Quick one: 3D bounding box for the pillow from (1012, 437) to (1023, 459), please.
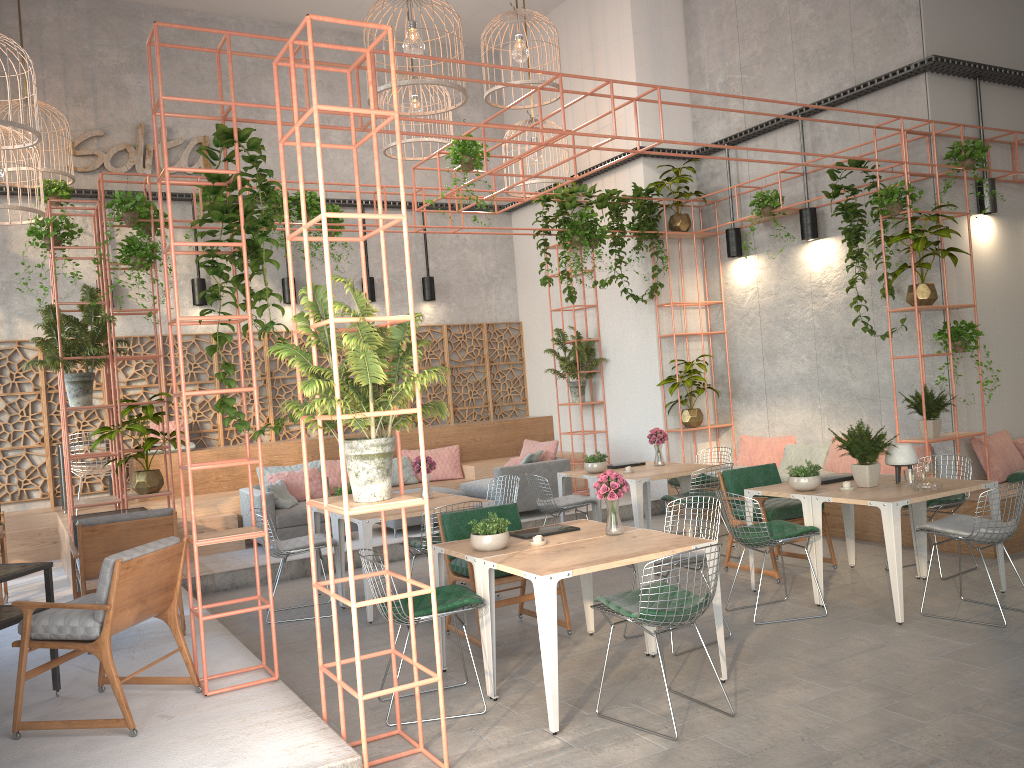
[{"bbox_3d":[5.530,0.735,9.301,0.666,0.385,0.289,-4,0,-34],"label":"pillow"}]

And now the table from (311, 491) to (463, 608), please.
[{"bbox_3d":[-1.163,1.506,8.285,1.205,0.830,0.694,-4,0,-30],"label":"table"}]

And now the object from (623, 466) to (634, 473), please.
[{"bbox_3d":[1.195,0.875,9.103,0.115,0.078,0.115,-4,0,-24],"label":"object"}]

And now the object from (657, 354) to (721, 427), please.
[{"bbox_3d":[2.248,0.097,11.436,0.903,0.919,0.934,-4,0,32],"label":"object"}]

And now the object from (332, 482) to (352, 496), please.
[{"bbox_3d":[-1.494,0.993,7.986,0.252,0.247,0.247,-4,0,-30],"label":"object"}]

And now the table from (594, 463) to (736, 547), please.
[{"bbox_3d":[1.555,1.298,9.030,1.214,0.830,0.694,-4,0,-30],"label":"table"}]

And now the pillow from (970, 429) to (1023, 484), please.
[{"bbox_3d":[4.959,0.733,9.003,0.839,0.474,0.276,-4,0,-39],"label":"pillow"}]

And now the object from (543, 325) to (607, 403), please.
[{"bbox_3d":[0.896,-0.281,12.671,0.900,1.097,0.894,-4,0,0],"label":"object"}]

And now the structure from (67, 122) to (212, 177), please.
[{"bbox_3d":[-4.926,-3.112,11.755,1.807,0.695,0.087,-4,0,-30],"label":"structure"}]

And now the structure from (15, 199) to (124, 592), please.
[{"bbox_3d":[-4.016,0.149,8.046,0.722,3.623,0.748,-4,0,-30],"label":"structure"}]

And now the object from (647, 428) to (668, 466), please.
[{"bbox_3d":[1.571,0.675,9.543,0.225,0.414,0.213,-4,0,-37],"label":"object"}]

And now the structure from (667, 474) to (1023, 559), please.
[{"bbox_3d":[5.638,1.167,11.065,5.831,0.500,4.386,-4,0,-30],"label":"structure"}]

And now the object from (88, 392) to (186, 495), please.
[{"bbox_3d":[-3.437,0.557,8.145,0.903,0.923,0.934,-4,0,27],"label":"object"}]

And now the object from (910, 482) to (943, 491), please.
[{"bbox_3d":[3.005,0.743,6.424,0.218,0.041,0.218,-4,0,-21],"label":"object"}]

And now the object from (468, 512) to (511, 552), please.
[{"bbox_3d":[-0.138,0.910,5.491,0.252,0.247,0.247,-4,0,-30],"label":"object"}]

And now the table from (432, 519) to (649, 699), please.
[{"bbox_3d":[0.192,1.411,5.790,1.205,0.830,0.694,-4,0,-30],"label":"table"}]

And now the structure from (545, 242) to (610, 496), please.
[{"bbox_3d":[0.952,-0.230,12.778,0.424,3.596,0.624,-4,0,-30],"label":"structure"}]

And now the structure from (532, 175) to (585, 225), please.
[{"bbox_3d":[0.683,-2.561,12.651,0.903,0.803,0.934,-4,0,32],"label":"structure"}]

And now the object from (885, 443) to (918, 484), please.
[{"bbox_3d":[3.023,0.619,6.879,0.241,0.313,0.241,-4,0,15],"label":"object"}]

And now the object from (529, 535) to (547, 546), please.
[{"bbox_3d":[0.160,0.971,5.521,0.115,0.073,0.115,-4,0,-35],"label":"object"}]

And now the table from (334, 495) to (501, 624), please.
[{"bbox_3d":[-0.818,1.479,7.683,1.214,0.830,0.694,-4,0,-30],"label":"table"}]

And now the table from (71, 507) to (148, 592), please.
[{"bbox_3d":[-3.379,1.506,7.541,0.602,0.798,0.635,-4,0,-30],"label":"table"}]

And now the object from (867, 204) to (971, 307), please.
[{"bbox_3d":[3.850,-1.207,8.389,0.903,0.947,0.934,-4,0,22],"label":"object"}]

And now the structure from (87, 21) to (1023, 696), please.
[{"bbox_3d":[3.154,-0.780,10.043,14.096,4.345,4.501,-4,0,-31],"label":"structure"}]

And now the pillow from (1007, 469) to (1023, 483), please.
[{"bbox_3d":[5.274,0.893,8.688,0.637,0.149,0.491,-4,0,-29],"label":"pillow"}]

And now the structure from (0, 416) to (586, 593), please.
[{"bbox_3d":[-2.748,1.307,10.879,9.152,1.111,3.396,-4,0,-30],"label":"structure"}]

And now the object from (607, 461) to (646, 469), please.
[{"bbox_3d":[1.226,0.893,9.775,0.427,0.031,0.268,-4,0,-30],"label":"object"}]

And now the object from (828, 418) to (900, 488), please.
[{"bbox_3d":[2.693,0.526,6.821,0.368,0.527,0.438,-4,0,-29],"label":"object"}]

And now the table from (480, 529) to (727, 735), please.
[{"bbox_3d":[0.538,1.383,5.186,1.214,0.830,0.694,-4,0,-30],"label":"table"}]

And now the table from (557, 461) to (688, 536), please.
[{"bbox_3d":[1.209,1.325,9.634,1.205,0.830,0.694,-4,0,-30],"label":"table"}]

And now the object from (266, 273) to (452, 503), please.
[{"bbox_3d":[-0.749,0.023,4.367,0.900,1.100,0.894,-4,0,0],"label":"object"}]

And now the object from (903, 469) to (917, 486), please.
[{"bbox_3d":[2.996,0.705,6.666,0.095,0.119,0.095,-4,0,-5],"label":"object"}]

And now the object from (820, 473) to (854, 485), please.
[{"bbox_3d":[2.614,0.783,7.320,0.427,0.031,0.268,-4,0,-30],"label":"object"}]

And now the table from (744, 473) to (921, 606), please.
[{"bbox_3d":[2.597,1.215,7.178,1.205,0.830,0.694,-4,0,-30],"label":"table"}]

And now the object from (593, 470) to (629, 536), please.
[{"bbox_3d":[0.636,0.754,5.642,0.225,0.414,0.213,-4,0,-37],"label":"object"}]

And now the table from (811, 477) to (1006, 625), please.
[{"bbox_3d":[2.943,1.188,6.574,1.214,0.830,0.694,-4,0,-30],"label":"table"}]

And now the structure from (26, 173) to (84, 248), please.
[{"bbox_3d":[-5.431,-2.071,10.508,0.605,0.972,0.587,-4,0,-31],"label":"structure"}]

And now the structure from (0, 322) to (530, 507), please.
[{"bbox_3d":[-3.391,0.306,12.481,9.782,2.103,0.132,-4,0,-30],"label":"structure"}]

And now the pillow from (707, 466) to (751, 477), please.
[{"bbox_3d":[2.753,1.090,10.876,0.491,0.149,0.637,-4,0,-29],"label":"pillow"}]

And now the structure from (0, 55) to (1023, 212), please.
[{"bbox_3d":[2.476,-3.045,7.129,15.203,0.110,15.603,-4,0,-30],"label":"structure"}]

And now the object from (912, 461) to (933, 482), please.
[{"bbox_3d":[3.163,0.679,6.801,0.210,0.154,0.165,-4,0,-40],"label":"object"}]

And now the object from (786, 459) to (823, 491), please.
[{"bbox_3d":[2.265,0.702,6.879,0.254,0.247,0.248,-4,0,-30],"label":"object"}]

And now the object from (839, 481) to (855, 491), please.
[{"bbox_3d":[2.539,0.769,6.724,0.115,0.078,0.115,-4,0,-24],"label":"object"}]

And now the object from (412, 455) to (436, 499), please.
[{"bbox_3d":[-0.806,0.856,8.192,0.225,0.414,0.213,-4,0,-37],"label":"object"}]

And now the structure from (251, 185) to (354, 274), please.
[{"bbox_3d":[-2.849,-2.109,11.915,1.434,1.290,0.670,-4,0,-30],"label":"structure"}]

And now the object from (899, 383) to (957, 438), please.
[{"bbox_3d":[3.983,0.255,8.517,0.368,0.527,0.438,-4,0,-29],"label":"object"}]

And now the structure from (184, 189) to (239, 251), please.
[{"bbox_3d":[-3.880,-2.189,11.390,0.605,0.972,0.587,-4,0,-31],"label":"structure"}]

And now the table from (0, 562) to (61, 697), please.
[{"bbox_3d":[-3.047,1.477,5.022,0.635,0.798,0.602,-4,0,10],"label":"table"}]

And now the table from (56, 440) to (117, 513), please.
[{"bbox_3d":[-5.078,1.092,10.613,0.602,0.798,0.635,-4,0,-30],"label":"table"}]

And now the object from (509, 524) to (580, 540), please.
[{"bbox_3d":[0.210,0.991,5.931,0.427,0.031,0.268,-4,0,-30],"label":"object"}]

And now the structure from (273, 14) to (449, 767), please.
[{"bbox_3d":[-0.771,0.094,4.432,0.424,3.602,0.624,-4,0,-30],"label":"structure"}]

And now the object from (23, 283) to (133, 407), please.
[{"bbox_3d":[-3.948,-0.342,8.096,0.900,1.101,0.894,-4,0,25],"label":"object"}]

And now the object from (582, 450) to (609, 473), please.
[{"bbox_3d":[0.877,0.812,9.334,0.254,0.247,0.248,-4,0,-30],"label":"object"}]
